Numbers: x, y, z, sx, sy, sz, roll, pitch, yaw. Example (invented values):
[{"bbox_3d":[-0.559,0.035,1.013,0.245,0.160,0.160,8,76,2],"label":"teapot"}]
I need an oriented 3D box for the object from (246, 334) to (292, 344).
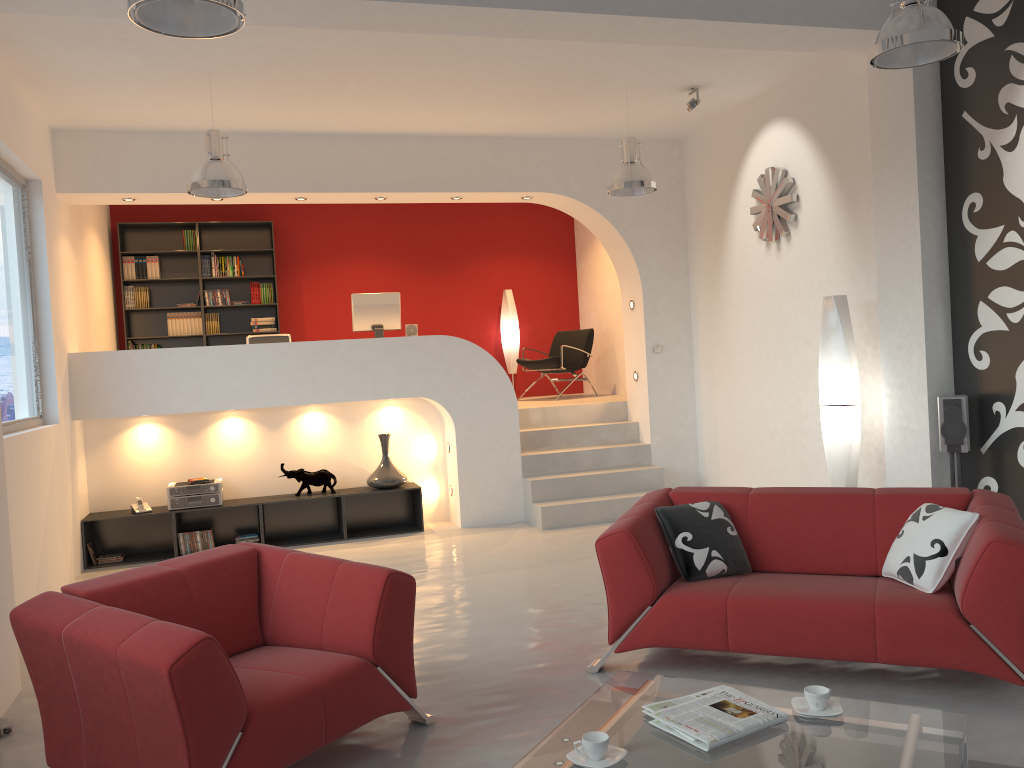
[{"bbox_3d":[-2.242,-0.343,8.176,0.397,0.217,0.458,-4,2,-16],"label":"object"}]

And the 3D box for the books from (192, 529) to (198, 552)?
[{"bbox_3d":[-2.665,1.326,7.470,0.031,0.190,0.135,-4,2,-16],"label":"books"}]

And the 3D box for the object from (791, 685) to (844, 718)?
[{"bbox_3d":[0.979,1.016,2.846,0.153,0.069,0.153,-3,2,10],"label":"object"}]

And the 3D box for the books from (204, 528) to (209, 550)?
[{"bbox_3d":[-2.579,1.321,7.495,0.031,0.190,0.135,-4,2,-16],"label":"books"}]

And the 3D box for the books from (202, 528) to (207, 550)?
[{"bbox_3d":[-2.593,1.321,7.491,0.031,0.190,0.135,-4,2,-16],"label":"books"}]

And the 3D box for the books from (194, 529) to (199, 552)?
[{"bbox_3d":[-2.651,1.325,7.474,0.031,0.190,0.135,-4,2,-16],"label":"books"}]

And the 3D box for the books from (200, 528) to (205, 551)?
[{"bbox_3d":[-2.608,1.322,7.487,0.031,0.190,0.135,-4,2,-16],"label":"books"}]

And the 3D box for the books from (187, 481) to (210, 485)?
[{"bbox_3d":[-2.655,0.831,7.515,0.135,0.015,0.190,-4,2,-36],"label":"books"}]

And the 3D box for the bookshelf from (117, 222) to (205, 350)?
[{"bbox_3d":[-3.864,-0.669,9.888,0.816,2.213,0.305,-4,2,-16],"label":"bookshelf"}]

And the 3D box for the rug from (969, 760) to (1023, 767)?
[{"bbox_3d":[0.674,1.364,2.584,1.700,0.025,1.700,-3,2,29],"label":"rug"}]

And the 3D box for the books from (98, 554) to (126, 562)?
[{"bbox_3d":[-3.306,1.440,7.333,0.190,0.015,0.135,-4,2,-16],"label":"books"}]

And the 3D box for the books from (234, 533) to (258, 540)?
[{"bbox_3d":[-2.290,1.313,7.633,0.190,0.015,0.135,-4,2,-21],"label":"books"}]

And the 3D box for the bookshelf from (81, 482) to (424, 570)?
[{"bbox_3d":[-2.172,1.201,7.690,2.764,0.397,0.405,-4,2,-16],"label":"bookshelf"}]

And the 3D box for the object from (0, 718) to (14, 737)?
[{"bbox_3d":[-2.311,0.954,3.788,0.229,1.112,0.214,-2,2,39],"label":"object"}]

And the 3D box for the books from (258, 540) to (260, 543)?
[{"bbox_3d":[-2.270,1.371,7.640,0.190,0.015,0.135,-4,2,-16],"label":"books"}]

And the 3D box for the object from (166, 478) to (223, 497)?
[{"bbox_3d":[-2.692,0.878,7.538,0.430,0.077,0.349,-4,2,-16],"label":"object"}]

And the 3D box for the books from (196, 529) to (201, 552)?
[{"bbox_3d":[-2.637,1.324,7.478,0.031,0.190,0.135,-4,2,-16],"label":"books"}]

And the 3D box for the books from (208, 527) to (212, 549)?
[{"bbox_3d":[-2.550,1.319,7.504,0.031,0.190,0.135,-4,2,-16],"label":"books"}]

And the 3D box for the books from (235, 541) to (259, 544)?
[{"bbox_3d":[-2.280,1.357,7.637,0.190,0.015,0.135,-4,2,-11],"label":"books"}]

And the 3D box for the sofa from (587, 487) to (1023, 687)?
[{"bbox_3d":[1.383,0.916,4.137,1.929,0.738,0.951,-3,2,24],"label":"sofa"}]

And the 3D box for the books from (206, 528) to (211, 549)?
[{"bbox_3d":[-2.565,1.320,7.499,0.031,0.190,0.135,-4,2,-16],"label":"books"}]

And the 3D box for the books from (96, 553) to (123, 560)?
[{"bbox_3d":[-3.322,1.426,7.328,0.190,0.015,0.135,-4,2,-16],"label":"books"}]

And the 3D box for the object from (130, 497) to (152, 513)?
[{"bbox_3d":[-3.070,0.996,7.337,0.130,0.117,0.146,-5,2,-41],"label":"object"}]

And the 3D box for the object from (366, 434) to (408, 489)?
[{"bbox_3d":[-1.136,0.693,7.994,0.369,0.481,0.369,-2,2,39],"label":"object"}]

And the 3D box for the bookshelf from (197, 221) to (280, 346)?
[{"bbox_3d":[-3.083,-0.721,10.120,0.816,2.213,0.305,-4,2,-16],"label":"bookshelf"}]

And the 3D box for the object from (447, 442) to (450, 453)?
[{"bbox_3d":[-0.592,0.592,8.236,0.011,0.105,0.105,-4,2,-16],"label":"object"}]

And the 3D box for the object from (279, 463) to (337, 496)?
[{"bbox_3d":[-1.802,0.829,7.822,0.507,0.296,0.191,-3,2,-1],"label":"object"}]

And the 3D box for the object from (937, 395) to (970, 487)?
[{"bbox_3d":[2.639,0.626,5.262,0.214,1.112,0.229,-3,2,29],"label":"object"}]

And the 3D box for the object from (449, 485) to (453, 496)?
[{"bbox_3d":[-0.569,0.991,8.247,0.011,0.105,0.105,-4,2,-16],"label":"object"}]

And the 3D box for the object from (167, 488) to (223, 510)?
[{"bbox_3d":[-2.685,0.977,7.533,0.430,0.100,0.365,-4,2,-16],"label":"object"}]

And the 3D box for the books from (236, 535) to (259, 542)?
[{"bbox_3d":[-2.278,1.327,7.629,0.190,0.015,0.135,-4,2,-16],"label":"books"}]

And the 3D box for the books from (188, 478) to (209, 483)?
[{"bbox_3d":[-2.661,0.816,7.523,0.135,0.015,0.190,-4,2,-31],"label":"books"}]

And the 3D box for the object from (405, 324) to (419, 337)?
[{"bbox_3d":[-0.969,-0.500,8.521,0.133,0.147,0.151,-4,2,-33],"label":"object"}]

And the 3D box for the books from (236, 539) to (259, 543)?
[{"bbox_3d":[-2.275,1.342,7.638,0.190,0.015,0.135,-4,2,-16],"label":"books"}]

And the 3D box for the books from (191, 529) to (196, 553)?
[{"bbox_3d":[-2.680,1.327,7.465,0.031,0.190,0.135,-4,2,-16],"label":"books"}]

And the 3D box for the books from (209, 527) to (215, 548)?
[{"bbox_3d":[-2.536,1.318,7.508,0.031,0.190,0.135,-4,2,-16],"label":"books"}]

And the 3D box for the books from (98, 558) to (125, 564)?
[{"bbox_3d":[-3.310,1.455,7.332,0.190,0.015,0.135,-4,2,-16],"label":"books"}]

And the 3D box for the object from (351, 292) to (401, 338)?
[{"bbox_3d":[-1.279,-0.630,8.375,0.458,0.452,0.230,-4,2,-16],"label":"object"}]

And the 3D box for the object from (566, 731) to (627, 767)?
[{"bbox_3d":[0.247,1.065,2.591,0.153,0.069,0.153,-2,2,40],"label":"object"}]

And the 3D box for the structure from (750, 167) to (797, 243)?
[{"bbox_3d":[2.077,-1.434,7.098,0.090,0.596,0.596,-4,2,-16],"label":"structure"}]

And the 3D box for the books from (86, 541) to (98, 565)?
[{"bbox_3d":[-3.427,1.382,7.244,0.063,0.187,0.135,-4,2,-16],"label":"books"}]

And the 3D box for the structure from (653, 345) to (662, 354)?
[{"bbox_3d":[1.392,-0.332,8.478,0.080,0.080,0.016,-4,2,-16],"label":"structure"}]
